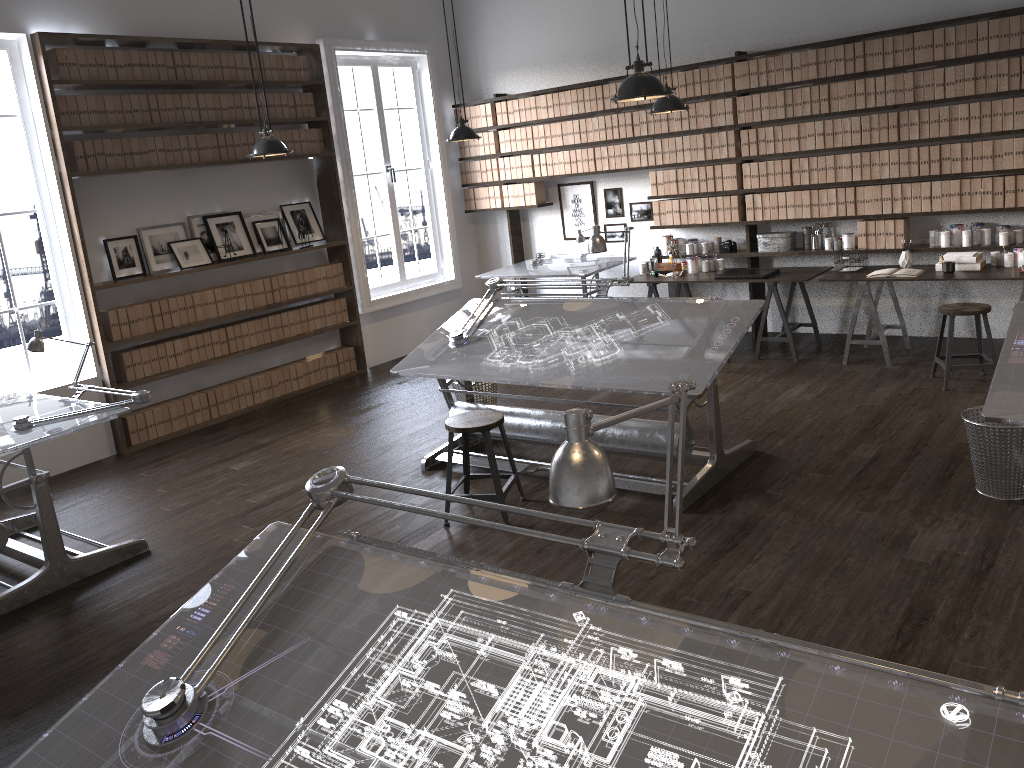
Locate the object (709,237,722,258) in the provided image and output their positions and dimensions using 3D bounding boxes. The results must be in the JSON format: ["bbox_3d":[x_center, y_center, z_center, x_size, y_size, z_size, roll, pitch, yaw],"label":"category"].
[{"bbox_3d":[1.834,-1.224,7.925,0.107,0.160,0.238,-6,13,4],"label":"object"}]

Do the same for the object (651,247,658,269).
[{"bbox_3d":[1.285,-1.123,8.021,0.069,0.235,0.069,2,14,35],"label":"object"}]

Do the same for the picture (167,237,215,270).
[{"bbox_3d":[-2.569,-1.045,7.092,0.145,0.227,0.302,3,16,37],"label":"picture"}]

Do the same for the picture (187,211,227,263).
[{"bbox_3d":[-2.473,-1.210,7.340,0.091,0.402,0.373,2,15,37],"label":"picture"}]

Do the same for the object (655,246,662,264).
[{"bbox_3d":[1.336,-1.141,8.087,0.069,0.227,0.069,2,14,35],"label":"object"}]

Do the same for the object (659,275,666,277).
[{"bbox_3d":[1.322,-0.952,7.794,0.005,0.005,0.159,-10,14,-16],"label":"object"}]

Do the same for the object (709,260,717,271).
[{"bbox_3d":[1.762,-1.037,7.753,0.062,0.092,0.064,-7,12,-2],"label":"object"}]

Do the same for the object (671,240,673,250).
[{"bbox_3d":[1.424,-1.181,7.892,0.007,0.212,0.055,-10,12,-16],"label":"object"}]

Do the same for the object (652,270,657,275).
[{"bbox_3d":[1.278,-0.998,7.933,0.049,0.037,0.049,2,16,34],"label":"object"}]

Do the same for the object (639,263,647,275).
[{"bbox_3d":[1.186,-1.042,8.011,0.068,0.103,0.069,4,16,42],"label":"object"}]

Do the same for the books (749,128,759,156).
[{"bbox_3d":[2.069,-2.042,7.479,0.067,0.223,0.176,2,15,37],"label":"books"}]

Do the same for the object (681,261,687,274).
[{"bbox_3d":[1.520,-1.032,7.818,0.049,0.111,0.049,2,14,34],"label":"object"}]

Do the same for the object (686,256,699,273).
[{"bbox_3d":[1.594,-1.051,7.805,0.105,0.140,0.105,1,14,30],"label":"object"}]

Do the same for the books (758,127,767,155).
[{"bbox_3d":[2.132,-2.038,7.437,0.067,0.223,0.176,2,15,37],"label":"books"}]

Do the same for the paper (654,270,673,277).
[{"bbox_3d":[1.328,-0.974,7.817,0.155,0.038,0.139,-1,15,23],"label":"paper"}]

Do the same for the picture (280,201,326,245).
[{"bbox_3d":[-1.896,-1.460,8.030,0.161,0.361,0.346,3,15,37],"label":"picture"}]

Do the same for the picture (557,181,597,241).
[{"bbox_3d":[0.664,-1.733,8.889,0.415,0.569,0.040,3,15,38],"label":"picture"}]

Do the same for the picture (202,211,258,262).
[{"bbox_3d":[-2.356,-1.233,7.406,0.149,0.387,0.377,2,15,37],"label":"picture"}]

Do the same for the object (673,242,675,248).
[{"bbox_3d":[1.436,-1.179,7.902,0.055,0.191,0.006,2,14,37],"label":"object"}]

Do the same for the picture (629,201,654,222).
[{"bbox_3d":[1.242,-1.649,8.470,0.251,0.181,0.023,4,15,38],"label":"picture"}]

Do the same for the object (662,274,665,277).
[{"bbox_3d":[1.329,-0.952,7.775,0.006,0.006,0.158,-2,15,18],"label":"object"}]

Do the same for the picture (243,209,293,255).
[{"bbox_3d":[-2.145,-1.328,7.758,0.095,0.357,0.438,2,16,37],"label":"picture"}]

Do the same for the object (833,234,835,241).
[{"bbox_3d":[2.641,-1.162,7.250,0.028,0.126,0.004,2,14,36],"label":"object"}]

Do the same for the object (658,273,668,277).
[{"bbox_3d":[1.328,-0.957,7.782,0.011,0.017,0.173,-11,15,-19],"label":"object"}]

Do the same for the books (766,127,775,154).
[{"bbox_3d":[2.186,-2.033,7.390,0.067,0.223,0.176,2,15,37],"label":"books"}]

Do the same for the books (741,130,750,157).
[{"bbox_3d":[2.014,-2.048,7.528,0.067,0.223,0.176,2,15,37],"label":"books"}]

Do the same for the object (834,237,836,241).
[{"bbox_3d":[2.647,-1.170,7.249,0.041,0.124,0.008,-1,13,27],"label":"object"}]

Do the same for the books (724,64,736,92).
[{"bbox_3d":[1.862,-2.585,7.482,0.067,0.223,0.176,2,15,37],"label":"books"}]

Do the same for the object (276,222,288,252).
[{"bbox_3d":[-1.996,-1.272,7.672,0.040,0.257,0.125,2,15,37],"label":"object"}]

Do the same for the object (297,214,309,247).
[{"bbox_3d":[-1.855,-1.360,7.867,0.040,0.301,0.119,2,15,37],"label":"object"}]

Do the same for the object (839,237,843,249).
[{"bbox_3d":[2.711,-1.158,7.268,0.045,0.100,0.044,4,15,40],"label":"object"}]

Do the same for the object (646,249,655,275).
[{"bbox_3d":[1.243,-1.101,7.967,0.069,0.227,0.069,2,14,35],"label":"object"}]

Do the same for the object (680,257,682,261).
[{"bbox_3d":[1.517,-1.070,7.882,0.040,0.129,0.005,3,15,40],"label":"object"}]

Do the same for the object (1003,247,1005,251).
[{"bbox_3d":[3.588,-0.936,6.431,0.036,0.116,0.005,4,16,43],"label":"object"}]

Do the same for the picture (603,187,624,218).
[{"bbox_3d":[0.995,-1.766,8.633,0.201,0.282,0.022,3,15,37],"label":"picture"}]

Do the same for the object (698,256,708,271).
[{"bbox_3d":[1.697,-1.070,7.860,0.095,0.127,0.095,4,16,41],"label":"object"}]

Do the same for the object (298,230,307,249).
[{"bbox_3d":[-1.855,-1.275,7.813,0.040,0.164,0.067,2,15,38],"label":"object"}]

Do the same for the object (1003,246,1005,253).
[{"bbox_3d":[3.585,-0.937,6.440,0.030,0.132,0.004,4,15,42],"label":"object"}]

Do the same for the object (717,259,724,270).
[{"bbox_3d":[1.827,-1.047,7.761,0.062,0.093,0.062,-7,12,-2],"label":"object"}]

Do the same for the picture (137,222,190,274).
[{"bbox_3d":[-2.725,-1.078,7.011,0.083,0.361,0.419,2,15,37],"label":"picture"}]

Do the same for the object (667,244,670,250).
[{"bbox_3d":[1.419,-1.173,7.911,0.071,0.184,0.008,3,15,39],"label":"object"}]

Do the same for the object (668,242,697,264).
[{"bbox_3d":[1.546,-1.180,7.978,0.346,0.144,0.077,-14,14,-28],"label":"object"}]

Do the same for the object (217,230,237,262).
[{"bbox_3d":[-2.333,-1.122,7.219,0.040,0.257,0.176,2,15,37],"label":"object"}]

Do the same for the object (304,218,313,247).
[{"bbox_3d":[-1.833,-1.359,7.942,0.040,0.259,0.111,2,15,37],"label":"object"}]

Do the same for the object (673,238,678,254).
[{"bbox_3d":[1.507,-1.275,8.189,0.050,0.138,0.051,2,14,35],"label":"object"}]

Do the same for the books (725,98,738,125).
[{"bbox_3d":[1.888,-2.319,7.541,0.067,0.223,0.176,2,15,37],"label":"books"}]

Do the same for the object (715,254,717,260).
[{"bbox_3d":[1.795,-1.077,7.814,0.029,0.132,0.004,1,14,33],"label":"object"}]

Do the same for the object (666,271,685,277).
[{"bbox_3d":[1.419,-0.964,7.720,0.132,0.050,0.198,-12,15,-21],"label":"object"}]

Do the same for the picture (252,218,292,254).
[{"bbox_3d":[-2.102,-1.295,7.749,0.127,0.287,0.292,3,16,37],"label":"picture"}]

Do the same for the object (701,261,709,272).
[{"bbox_3d":[1.692,-1.030,7.752,0.062,0.093,0.062,-9,12,-11],"label":"object"}]

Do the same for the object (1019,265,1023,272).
[{"bbox_3d":[3.586,-0.794,6.057,0.197,0.050,0.133,-4,14,9],"label":"object"}]

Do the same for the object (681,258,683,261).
[{"bbox_3d":[1.530,-1.072,7.900,0.041,0.123,0.005,4,15,41],"label":"object"}]

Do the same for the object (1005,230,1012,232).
[{"bbox_3d":[3.668,-1.087,6.544,0.044,0.101,0.045,0,13,29],"label":"object"}]

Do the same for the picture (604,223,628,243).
[{"bbox_3d":[1.019,-1.483,8.694,0.251,0.181,0.023,4,15,38],"label":"picture"}]

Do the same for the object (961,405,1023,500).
[{"bbox_3d":[2.322,0.329,4.188,0.355,0.374,0.355,-14,14,-29],"label":"object"}]

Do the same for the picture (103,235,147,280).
[{"bbox_3d":[-2.950,-0.963,6.754,0.058,0.312,0.269,2,15,37],"label":"picture"}]

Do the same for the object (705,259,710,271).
[{"bbox_3d":[1.729,-1.046,7.800,0.045,0.100,0.045,3,15,37],"label":"object"}]
